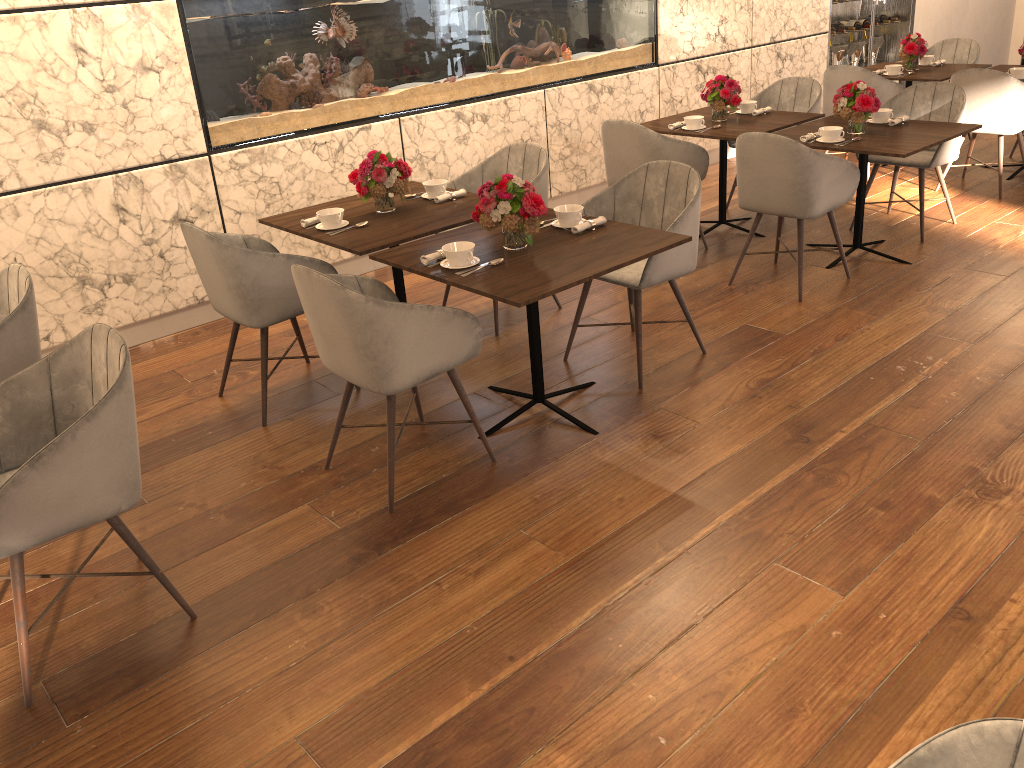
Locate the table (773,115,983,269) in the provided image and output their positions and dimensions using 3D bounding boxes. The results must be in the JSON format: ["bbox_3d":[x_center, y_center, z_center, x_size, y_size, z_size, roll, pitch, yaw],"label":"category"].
[{"bbox_3d":[2.015,-1.091,5.114,0.906,0.706,0.905,-24,30,-35],"label":"table"}]

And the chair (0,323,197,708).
[{"bbox_3d":[-1.290,0.320,2.522,0.532,0.855,0.571,-23,29,-36],"label":"chair"}]

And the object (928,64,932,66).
[{"bbox_3d":[3.464,-2.625,7.261,0.194,0.024,0.025,-24,31,-36],"label":"object"}]

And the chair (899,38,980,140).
[{"bbox_3d":[3.701,-2.508,7.656,0.532,0.855,0.571,-23,29,-36],"label":"chair"}]

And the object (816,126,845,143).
[{"bbox_3d":[1.727,-1.350,4.798,0.148,0.071,0.151,-4,25,3],"label":"object"}]

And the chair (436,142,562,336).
[{"bbox_3d":[-0.074,-0.789,4.669,0.532,0.855,0.571,-23,29,-36],"label":"chair"}]

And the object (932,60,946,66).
[{"bbox_3d":[3.493,-2.625,7.240,0.177,0.038,0.056,-24,31,-36],"label":"object"}]

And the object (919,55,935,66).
[{"bbox_3d":[3.417,-2.672,7.314,0.148,0.071,0.151,-12,26,-15],"label":"object"}]

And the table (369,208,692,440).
[{"bbox_3d":[0.090,-0.215,3.591,0.906,0.706,0.905,-24,30,-35],"label":"table"}]

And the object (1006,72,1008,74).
[{"bbox_3d":[3.519,-2.215,6.362,0.177,0.038,0.056,-24,31,-36],"label":"object"}]

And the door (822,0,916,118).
[{"bbox_3d":[3.645,-3.972,8.852,1.877,2.419,0.135,-24,29,-36],"label":"door"}]

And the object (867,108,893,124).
[{"bbox_3d":[2.158,-1.567,5.184,0.148,0.071,0.151,-4,25,3],"label":"object"}]

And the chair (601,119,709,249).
[{"bbox_3d":[0.849,-1.219,5.418,0.532,0.855,0.571,-23,29,-36],"label":"chair"}]

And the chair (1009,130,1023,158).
[{"bbox_3d":[4.335,-2.240,6.973,0.532,0.855,0.571,-23,29,-36],"label":"chair"}]

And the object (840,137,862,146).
[{"bbox_3d":[1.819,-1.299,4.740,0.043,0.014,0.199,19,34,41],"label":"object"}]

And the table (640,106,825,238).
[{"bbox_3d":[1.381,-1.359,5.797,0.906,0.706,0.905,-24,30,-35],"label":"table"}]

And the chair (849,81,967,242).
[{"bbox_3d":[2.485,-1.398,5.509,0.532,0.855,0.571,-23,29,-36],"label":"chair"}]

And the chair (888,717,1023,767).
[{"bbox_3d":[0.535,0.894,0.974,0.532,0.855,0.571,-23,29,-36],"label":"chair"}]

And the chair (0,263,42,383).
[{"bbox_3d":[-1.924,0.053,3.205,0.532,0.855,0.571,-23,29,-36],"label":"chair"}]

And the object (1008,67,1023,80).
[{"bbox_3d":[3.593,-2.199,6.275,0.148,0.071,0.151,-4,25,3],"label":"object"}]

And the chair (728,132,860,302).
[{"bbox_3d":[1.483,-0.951,4.735,0.532,0.855,0.571,-23,29,-36],"label":"chair"}]

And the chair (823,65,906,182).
[{"bbox_3d":[2.700,-2.061,6.882,0.532,0.855,0.571,-23,29,-36],"label":"chair"}]

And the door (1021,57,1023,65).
[{"bbox_3d":[7.226,-4.814,10.252,0.276,2.286,2.128,-22,29,-35],"label":"door"}]

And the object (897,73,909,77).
[{"bbox_3d":[3.060,-2.411,6.902,0.213,0.004,0.022,-24,31,-36],"label":"object"}]

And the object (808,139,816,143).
[{"bbox_3d":[1.684,-1.354,4.869,0.194,0.024,0.025,-24,31,-36],"label":"object"}]

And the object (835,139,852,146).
[{"bbox_3d":[1.801,-1.306,4.771,0.213,0.004,0.022,-24,31,-36],"label":"object"}]

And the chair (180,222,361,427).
[{"bbox_3d":[-1.076,-0.342,3.895,0.532,0.855,0.571,-23,29,-36],"label":"chair"}]

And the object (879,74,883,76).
[{"bbox_3d":[2.942,-2.459,7.000,0.194,0.024,0.025,-24,31,-36],"label":"object"}]

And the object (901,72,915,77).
[{"bbox_3d":[3.072,-2.406,6.876,0.199,0.014,0.043,-22,30,-32],"label":"object"}]

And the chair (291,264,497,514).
[{"bbox_3d":[-0.442,-0.075,3.212,0.532,0.855,0.571,-23,29,-36],"label":"chair"}]

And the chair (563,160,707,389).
[{"bbox_3d":[0.560,-0.522,3.986,0.532,0.855,0.571,-23,29,-36],"label":"chair"}]

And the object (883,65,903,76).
[{"bbox_3d":[2.986,-2.455,6.929,0.148,0.071,0.151,-4,25,3],"label":"object"}]

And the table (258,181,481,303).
[{"bbox_3d":[-0.544,-0.483,4.274,0.906,0.706,0.905,-24,30,-35],"label":"table"}]

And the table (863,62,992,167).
[{"bbox_3d":[3.231,-2.201,7.261,0.906,0.706,0.905,-24,30,-35],"label":"table"}]

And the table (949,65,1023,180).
[{"bbox_3d":[3.865,-1.933,6.578,0.906,0.706,0.905,-24,30,-35],"label":"table"}]

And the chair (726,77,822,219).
[{"bbox_3d":[1.851,-1.666,6.192,0.532,0.855,0.571,-23,29,-36],"label":"chair"}]

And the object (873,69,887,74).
[{"bbox_3d":[2.912,-2.472,7.016,0.177,0.038,0.056,-24,31,-36],"label":"object"}]

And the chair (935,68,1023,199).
[{"bbox_3d":[3.333,-1.793,6.199,0.532,0.855,0.571,-23,29,-36],"label":"chair"}]
